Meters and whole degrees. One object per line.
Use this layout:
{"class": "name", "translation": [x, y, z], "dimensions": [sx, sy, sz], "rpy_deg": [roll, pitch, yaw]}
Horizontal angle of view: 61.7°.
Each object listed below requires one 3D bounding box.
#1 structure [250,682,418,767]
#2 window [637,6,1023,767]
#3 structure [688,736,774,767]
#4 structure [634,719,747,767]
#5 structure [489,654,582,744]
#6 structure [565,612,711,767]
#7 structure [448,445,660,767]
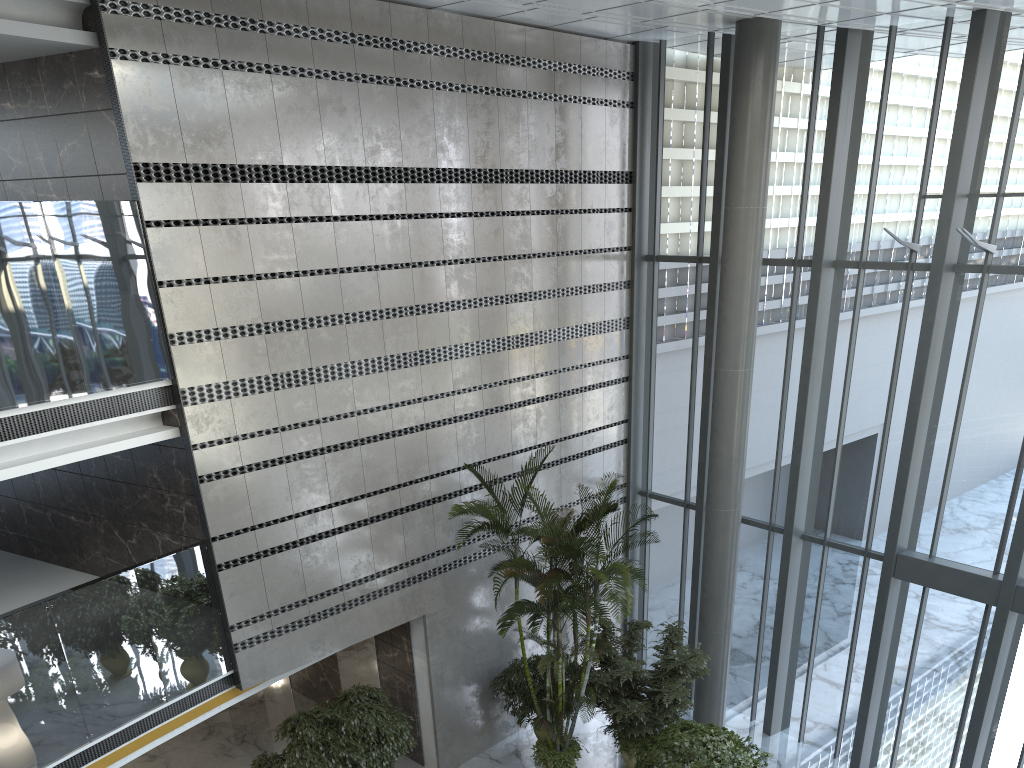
{"class": "structure", "translation": [-2.095, 4.733, 10.371], "dimensions": [2.022, 2.187, 1.475], "rpy_deg": [-6, 20, -12]}
{"class": "window", "translation": [-0.442, 1.436, 4.529], "dimensions": [18.395, 11.148, 12.480], "rpy_deg": [-10, 19, -28]}
{"class": "structure", "translation": [2.316, 4.840, 9.441], "dimensions": [1.373, 2.176, 1.125], "rpy_deg": [-8, 22, -16]}
{"class": "structure", "translation": [2.131, 4.852, 10.343], "dimensions": [1.418, 1.782, 1.461], "rpy_deg": [3, 19, 14]}
{"class": "structure", "translation": [0.377, 4.538, 12.227], "dimensions": [1.396, 1.711, 1.021], "rpy_deg": [-2, 20, -1]}
{"class": "structure", "translation": [1.697, 4.239, 11.503], "dimensions": [1.788, 2.539, 1.757], "rpy_deg": [10, 23, 29]}
{"class": "structure", "translation": [0.541, 3.143, 10.629], "dimensions": [2.388, 5.147, 2.332], "rpy_deg": [-17, 26, -34]}
